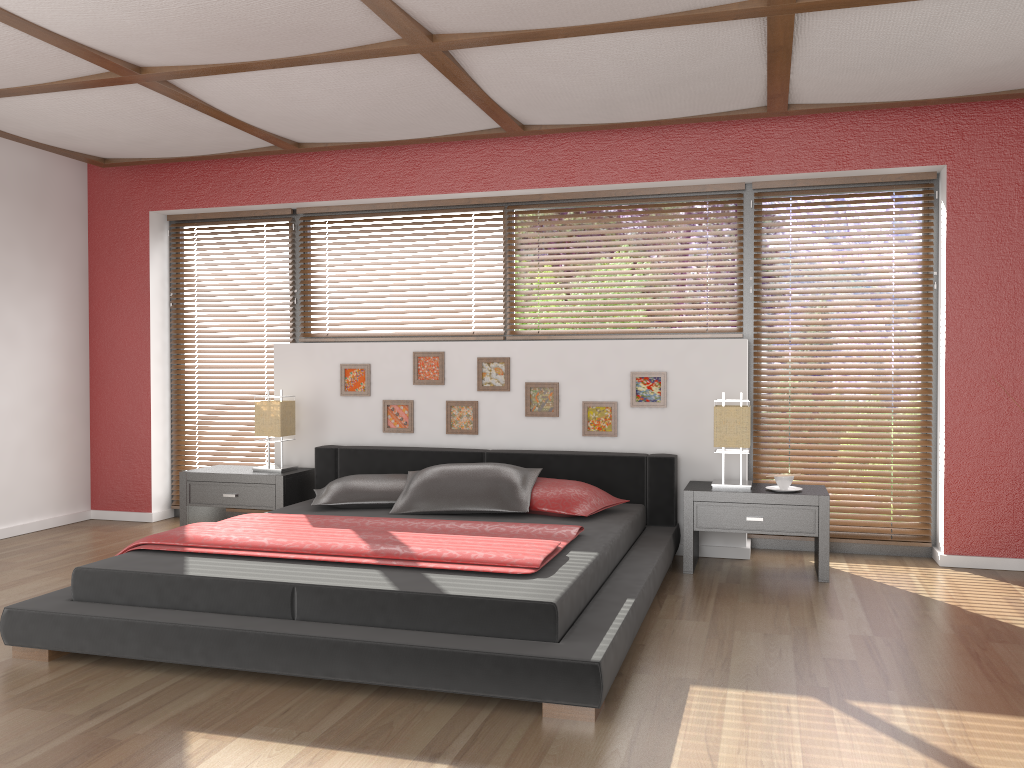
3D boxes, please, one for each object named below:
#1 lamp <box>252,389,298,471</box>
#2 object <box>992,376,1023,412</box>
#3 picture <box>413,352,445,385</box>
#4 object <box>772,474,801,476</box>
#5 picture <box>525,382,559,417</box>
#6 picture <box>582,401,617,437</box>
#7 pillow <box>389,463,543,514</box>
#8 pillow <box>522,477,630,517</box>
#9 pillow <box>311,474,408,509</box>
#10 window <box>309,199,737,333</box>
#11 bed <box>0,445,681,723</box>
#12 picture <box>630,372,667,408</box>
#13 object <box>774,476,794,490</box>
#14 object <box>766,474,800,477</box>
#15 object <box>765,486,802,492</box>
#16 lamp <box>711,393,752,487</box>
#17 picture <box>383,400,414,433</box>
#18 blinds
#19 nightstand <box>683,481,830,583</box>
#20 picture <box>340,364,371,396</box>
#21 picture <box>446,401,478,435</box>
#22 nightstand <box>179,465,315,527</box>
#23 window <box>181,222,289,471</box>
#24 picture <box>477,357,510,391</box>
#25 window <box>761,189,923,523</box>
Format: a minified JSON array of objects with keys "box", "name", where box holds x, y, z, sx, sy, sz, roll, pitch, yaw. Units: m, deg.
[{"box":[-1.439,0.274,5.391,0.200,0.480,0.200,0,1,16],"name":"lamp"},{"box":[2.459,0.450,4.106,0.422,1.035,0.364,0,1,-9],"name":"object"},{"box":[-0.501,-0.094,5.328,0.200,0.200,0.010,0,1,16],"name":"picture"},{"box":[1.381,0.462,4.489,0.192,0.007,0.007,0,1,-20],"name":"object"},{"box":[0.174,0.090,5.137,0.200,0.200,0.010,0,1,16],"name":"picture"},{"box":[0.499,0.199,5.045,0.200,0.200,0.010,0,1,16],"name":"picture"},{"box":[-0.240,0.532,4.571,0.744,0.241,0.386,0,1,12],"name":"pillow"},{"box":[0.182,0.583,4.596,0.745,0.172,0.418,1,1,35],"name":"pillow"},{"box":[-0.709,0.580,4.796,0.745,0.172,0.418,0,1,-9],"name":"pillow"},{"box":[-0.017,-0.705,5.545,2.817,0.786,0.020,0,1,16],"name":"window"},{"box":[-0.587,0.683,4.071,2.469,0.577,2.413,0,1,16],"name":"bed"},{"box":[0.764,0.031,4.966,0.200,0.200,0.010,0,1,16],"name":"picture"},{"box":[1.376,0.500,4.486,0.099,0.069,0.099,1,1,41],"name":"object"},{"box":[1.367,0.462,4.471,0.192,0.007,0.007,0,1,-15],"name":"object"},{"box":[1.376,0.532,4.487,0.179,0.012,0.179,1,1,41],"name":"object"},{"box":[1.154,0.285,4.645,0.200,0.480,0.200,0,1,16],"name":"lamp"},{"box":[-0.692,0.197,5.388,0.200,0.200,0.010,0,1,16],"name":"picture"},{"box":[-0.039,-0.125,5.491,4.840,1.952,0.032,0,1,16],"name":"blinds"},{"box":[1.257,0.748,4.582,0.700,0.423,0.413,0,1,16],"name":"nightstand"},{"box":[-0.966,-0.024,5.463,0.200,0.200,0.010,0,1,16],"name":"picture"},{"box":[-0.297,0.200,5.275,0.200,0.200,0.010,0,1,16],"name":"picture"},{"box":[-1.603,0.735,5.405,0.700,0.423,0.413,0,1,16],"name":"nightstand"},{"box":[-1.893,-0.170,6.095,0.889,1.893,0.020,0,1,16],"name":"window"},{"box":[-0.108,-0.057,5.215,0.200,0.200,0.010,0,1,16],"name":"picture"},{"box":[1.856,-0.154,5.017,0.889,1.893,0.020,0,1,16],"name":"window"}]
